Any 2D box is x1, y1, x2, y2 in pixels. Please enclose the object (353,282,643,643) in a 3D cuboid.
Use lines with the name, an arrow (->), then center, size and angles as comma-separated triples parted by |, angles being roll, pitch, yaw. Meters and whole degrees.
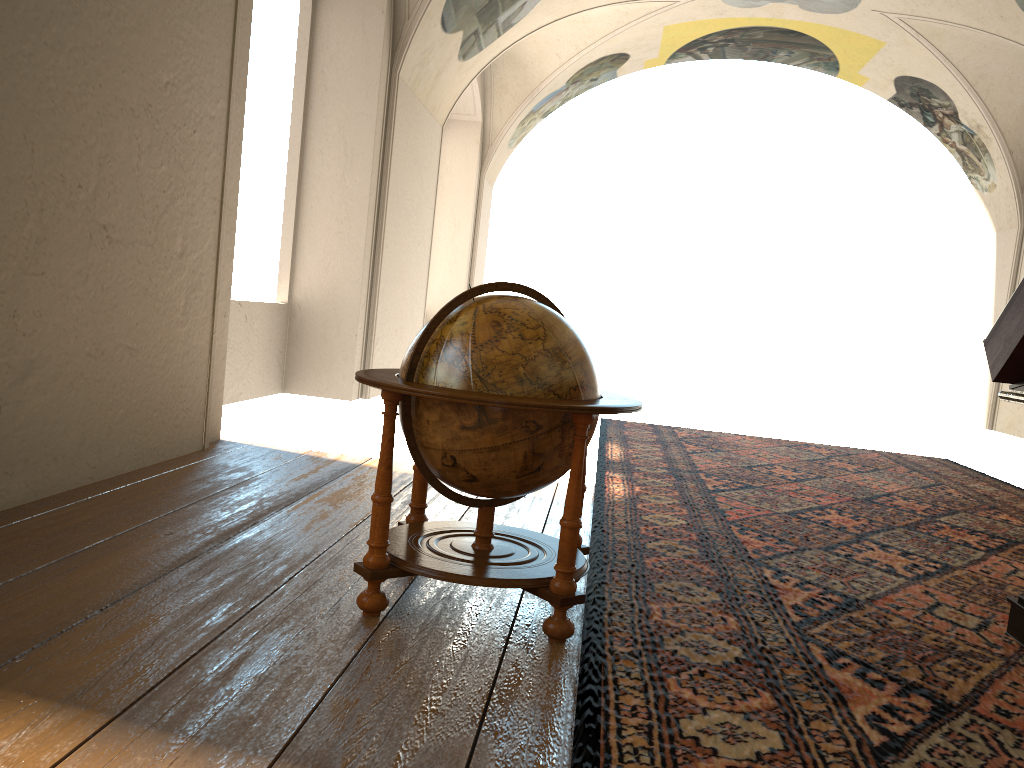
object -> -0.082, 0.268, 3.997 | 1.276, 1.451, 1.279 | 11, 7, 43

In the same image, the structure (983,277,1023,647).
structure -> 2.841, 0.354, 3.519 | 1.245, 1.985, 1.888 | 7, 5, 6
